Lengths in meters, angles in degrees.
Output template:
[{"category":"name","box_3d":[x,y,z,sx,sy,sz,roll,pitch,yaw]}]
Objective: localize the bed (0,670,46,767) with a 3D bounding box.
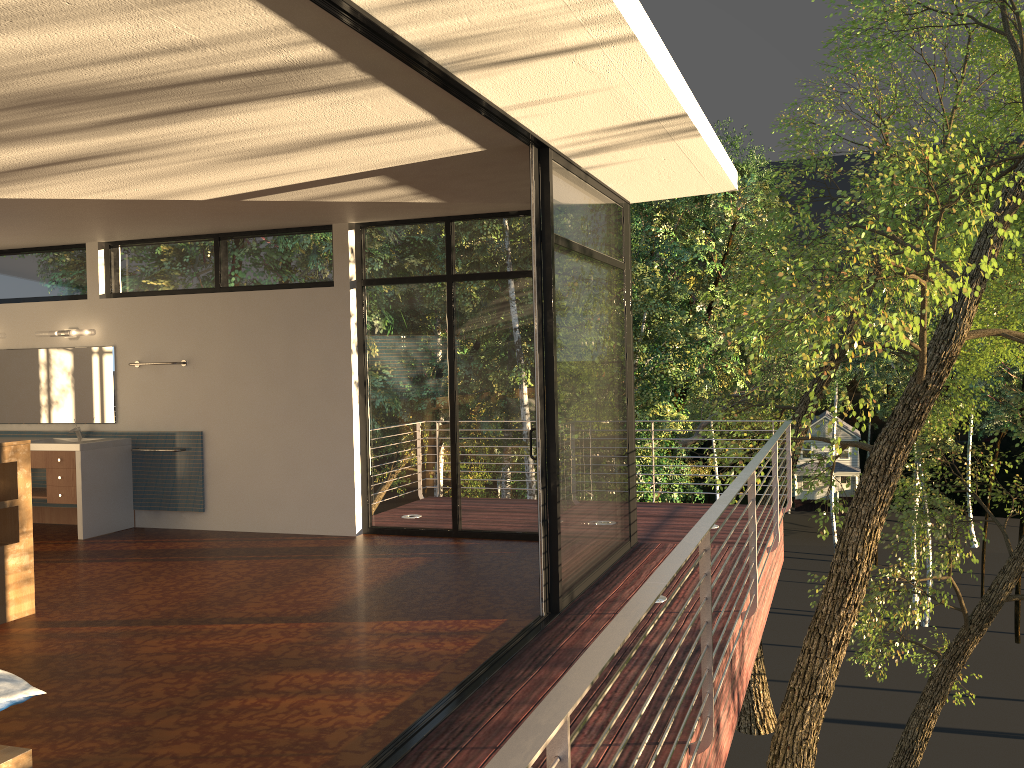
[{"category":"bed","box_3d":[-2.660,1.002,1.988,2.109,0.712,1.867,-1,1,19]}]

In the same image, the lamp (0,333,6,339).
[{"category":"lamp","box_3d":[-4.813,-0.428,8.003,0.608,0.070,0.120,-1,1,17]}]

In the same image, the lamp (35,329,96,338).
[{"category":"lamp","box_3d":[-3.871,-0.442,7.710,0.608,0.070,0.120,-1,1,17]}]

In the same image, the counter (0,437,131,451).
[{"category":"counter","box_3d":[-4.419,0.540,7.666,2.233,0.111,0.561,-1,1,17]}]

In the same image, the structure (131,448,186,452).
[{"category":"structure","box_3d":[-2.969,0.554,7.488,0.494,0.021,0.203,-1,1,18]}]

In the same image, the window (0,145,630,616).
[{"category":"window","box_3d":[-4.083,0.118,2.573,6.703,2.513,10.531,-1,1,19]}]

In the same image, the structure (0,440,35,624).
[{"category":"structure","box_3d":[-3.860,0.891,2.222,0.301,0.974,5.920,-1,1,21]}]

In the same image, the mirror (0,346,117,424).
[{"category":"mirror","box_3d":[-4.328,0.019,7.953,1.920,0.678,0.102,-1,1,17]}]

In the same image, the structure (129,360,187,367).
[{"category":"structure","box_3d":[-2.986,-0.172,7.481,0.527,0.056,0.203,-1,1,18]}]

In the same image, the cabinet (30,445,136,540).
[{"category":"cabinet","box_3d":[-4.411,0.898,7.670,2.232,0.710,0.561,-1,1,17]}]
